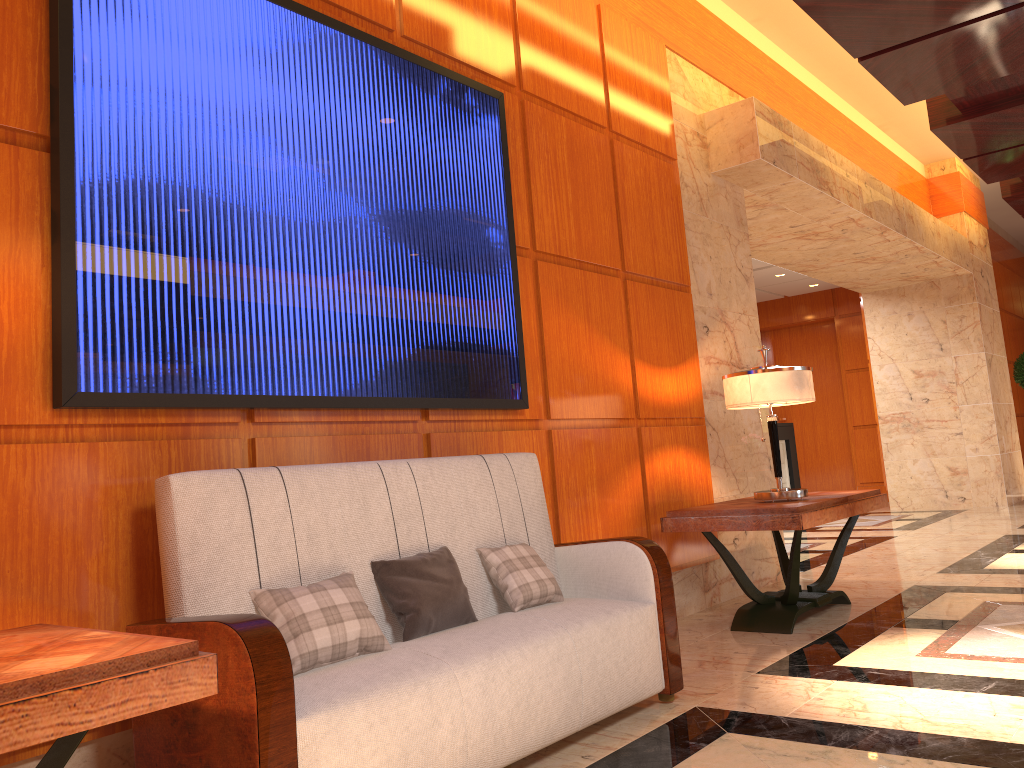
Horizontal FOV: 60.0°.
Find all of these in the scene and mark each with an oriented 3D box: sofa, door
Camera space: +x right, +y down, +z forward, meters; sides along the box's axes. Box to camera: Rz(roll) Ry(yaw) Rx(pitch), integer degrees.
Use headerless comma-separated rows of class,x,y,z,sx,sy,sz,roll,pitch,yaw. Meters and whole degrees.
sofa,-0.205,0.688,2.762,0.610,0.937,1.796,-10,-8,39
door,4.405,0.432,13.211,1.281,2.710,0.340,-10,-9,38

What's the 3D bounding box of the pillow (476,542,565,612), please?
pillow,0.035,0.679,3.118,0.201,0.231,0.273,-10,-9,41

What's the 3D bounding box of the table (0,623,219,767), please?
table,-1.212,0.811,1.370,0.723,0.610,1.268,-10,-8,39

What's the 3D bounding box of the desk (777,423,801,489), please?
desk,2.073,1.043,9.505,0.938,1.147,2.922,-10,-8,38

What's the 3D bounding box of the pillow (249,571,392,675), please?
pillow,-0.524,0.653,2.438,0.194,0.228,0.344,-11,-9,43

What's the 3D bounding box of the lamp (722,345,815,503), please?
lamp,1.351,0.199,4.596,0.458,0.814,0.456,2,-10,-42

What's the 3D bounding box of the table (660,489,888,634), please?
table,1.438,0.913,4.649,0.723,0.610,1.268,-10,-8,39

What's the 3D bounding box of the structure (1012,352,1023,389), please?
structure,7.256,0.326,12.000,0.720,1.721,0.719,-7,-8,16

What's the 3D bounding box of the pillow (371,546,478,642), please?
pillow,-0.273,0.658,2.794,0.159,0.254,0.357,-9,-8,35

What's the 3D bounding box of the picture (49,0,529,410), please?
picture,-0.629,-0.634,3.209,0.056,1.460,1.994,-11,-9,38
